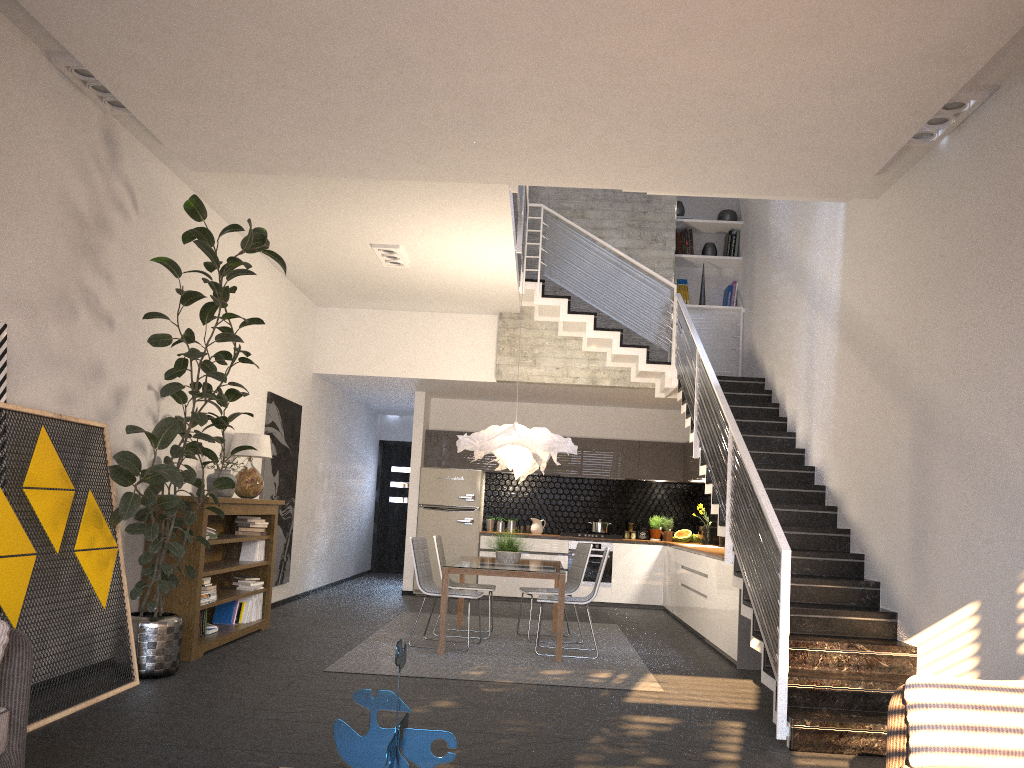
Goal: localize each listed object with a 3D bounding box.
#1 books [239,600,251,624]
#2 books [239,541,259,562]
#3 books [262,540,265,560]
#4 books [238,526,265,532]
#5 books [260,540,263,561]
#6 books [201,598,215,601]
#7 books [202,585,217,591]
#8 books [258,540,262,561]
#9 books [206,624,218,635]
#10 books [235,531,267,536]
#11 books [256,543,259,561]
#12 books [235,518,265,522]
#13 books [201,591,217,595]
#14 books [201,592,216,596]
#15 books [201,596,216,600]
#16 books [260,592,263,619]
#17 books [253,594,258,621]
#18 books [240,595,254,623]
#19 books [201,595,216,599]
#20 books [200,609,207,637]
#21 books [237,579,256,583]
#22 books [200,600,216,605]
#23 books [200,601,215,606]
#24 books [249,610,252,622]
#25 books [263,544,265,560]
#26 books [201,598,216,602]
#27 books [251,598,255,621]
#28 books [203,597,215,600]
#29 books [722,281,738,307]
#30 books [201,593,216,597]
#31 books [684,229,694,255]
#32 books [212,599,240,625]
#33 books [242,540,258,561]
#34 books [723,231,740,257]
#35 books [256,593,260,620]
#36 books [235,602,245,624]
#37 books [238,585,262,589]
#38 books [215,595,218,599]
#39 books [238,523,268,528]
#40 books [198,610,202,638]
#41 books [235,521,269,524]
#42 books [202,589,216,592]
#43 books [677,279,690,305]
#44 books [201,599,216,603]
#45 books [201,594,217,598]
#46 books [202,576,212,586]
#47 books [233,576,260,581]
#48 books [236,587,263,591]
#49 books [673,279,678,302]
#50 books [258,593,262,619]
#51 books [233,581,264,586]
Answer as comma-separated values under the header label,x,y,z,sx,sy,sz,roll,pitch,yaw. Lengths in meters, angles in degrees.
label,x,y,z,sx,sy,sz,roll,pitch,yaw
books,-2.376,1.984,7.727,0.155,0.193,0.105,3,-6,2
books,-2.344,1.488,7.892,0.135,0.181,0.078,3,-6,2
books,-2.339,1.517,8.105,0.136,0.188,0.018,3,-5,2
books,-0.466,-1.637,10.122,0.360,6.674,5.417,-2,-8,42
books,-2.339,1.509,8.051,0.135,0.188,0.015,3,-5,2
books,-2.392,1.611,6.637,0.218,0.008,0.290,2,-8,8
books,-2.453,1.586,6.922,0.225,0.029,0.180,2,-8,5
books,-2.334,1.500,7.985,0.136,0.188,0.018,3,-5,2
books,-2.458,1.954,7.057,0.271,0.049,0.258,11,-11,-42
books,-2.351,1.343,7.977,0.230,0.034,0.287,4,-8,-6
books,-2.344,1.511,7.967,0.120,0.158,0.016,3,-5,2
books,-2.376,1.234,8.030,0.176,0.023,0.243,11,-11,-42
books,-2.390,1.567,6.651,0.218,0.013,0.307,2,-8,7
books,-2.392,1.575,6.649,0.218,0.007,0.306,2,-8,7
books,-2.392,1.601,6.647,0.218,0.006,0.306,2,-8,7
books,-2.363,2.011,8.074,0.174,0.243,0.040,3,-5,2
books,-2.359,1.985,7.888,0.175,0.242,0.024,3,-5,2
books,-2.372,1.970,7.767,0.174,0.234,0.101,3,-6,2
books,-2.389,1.596,6.644,0.218,0.008,0.290,2,-8,6
books,-2.468,1.836,6.879,0.167,0.240,0.104,3,-6,2
books,-2.358,1.746,7.864,0.155,0.022,0.206,6,-9,-18
books,-2.388,1.632,6.634,0.218,0.007,0.307,2,-8,7
books,-2.389,1.639,6.635,0.218,0.008,0.306,3,-8,2
books,-2.392,1.977,7.841,0.175,0.242,0.024,3,-5,2
books,-2.337,1.520,8.130,0.135,0.188,0.031,3,-5,2
books,-2.387,1.617,6.636,0.218,0.013,0.307,2,-8,7
books,-2.371,2.000,7.865,0.155,0.204,0.021,3,-5,2
books,-2.393,1.606,6.638,0.218,0.008,0.290,2,-8,8
books,2.704,-1.063,11.003,0.146,0.381,0.273,3,-6,2
books,-2.388,1.583,6.648,0.218,0.007,0.306,2,-8,6
books,2.197,-1.717,11.077,0.134,0.380,0.273,3,-6,2
books,-2.458,1.948,7.613,0.171,0.226,0.166,3,-6,2
books,-2.359,1.493,7.949,0.136,0.188,0.018,3,-5,2
books,2.729,-1.692,11.040,0.160,0.380,0.267,3,-6,2
books,-2.366,1.997,7.972,0.174,0.242,0.019,3,-5,2
books,-2.411,1.984,7.678,0.146,0.182,0.148,3,-6,5
books,-2.325,1.795,7.874,0.174,0.019,0.245,4,-8,-8
books,-2.451,1.663,6.905,0.243,0.034,0.181,3,-8,4
books,-2.359,1.284,8.046,0.225,0.029,0.180,-5,-11,44
books,-2.482,1.825,6.808,0.171,0.240,0.085,3,-5,2
books,-2.365,1.259,8.046,0.244,0.019,0.175,-1,-9,27
books,-2.465,1.611,6.915,0.243,0.023,0.176,2,-8,9
books,2.114,-1.089,11.023,0.171,0.371,0.273,3,-6,2
books,-2.388,1.625,6.637,0.218,0.008,0.306,2,-8,7
books,-2.386,1.590,6.647,0.218,0.007,0.306,2,-8,6
books,-2.468,1.535,6.920,0.216,0.069,0.159,1,-8,12
books,-2.360,1.725,7.872,0.221,0.023,0.148,-4,-11,43
books,-2.328,1.814,7.867,0.155,0.020,0.206,1,-8,12
books,1.984,-1.094,11.027,0.159,0.370,0.273,3,-6,2
books,-2.366,2.007,8.043,0.175,0.242,0.024,3,-5,2
books,-2.346,1.772,7.875,0.175,0.023,0.244,1,-8,12
